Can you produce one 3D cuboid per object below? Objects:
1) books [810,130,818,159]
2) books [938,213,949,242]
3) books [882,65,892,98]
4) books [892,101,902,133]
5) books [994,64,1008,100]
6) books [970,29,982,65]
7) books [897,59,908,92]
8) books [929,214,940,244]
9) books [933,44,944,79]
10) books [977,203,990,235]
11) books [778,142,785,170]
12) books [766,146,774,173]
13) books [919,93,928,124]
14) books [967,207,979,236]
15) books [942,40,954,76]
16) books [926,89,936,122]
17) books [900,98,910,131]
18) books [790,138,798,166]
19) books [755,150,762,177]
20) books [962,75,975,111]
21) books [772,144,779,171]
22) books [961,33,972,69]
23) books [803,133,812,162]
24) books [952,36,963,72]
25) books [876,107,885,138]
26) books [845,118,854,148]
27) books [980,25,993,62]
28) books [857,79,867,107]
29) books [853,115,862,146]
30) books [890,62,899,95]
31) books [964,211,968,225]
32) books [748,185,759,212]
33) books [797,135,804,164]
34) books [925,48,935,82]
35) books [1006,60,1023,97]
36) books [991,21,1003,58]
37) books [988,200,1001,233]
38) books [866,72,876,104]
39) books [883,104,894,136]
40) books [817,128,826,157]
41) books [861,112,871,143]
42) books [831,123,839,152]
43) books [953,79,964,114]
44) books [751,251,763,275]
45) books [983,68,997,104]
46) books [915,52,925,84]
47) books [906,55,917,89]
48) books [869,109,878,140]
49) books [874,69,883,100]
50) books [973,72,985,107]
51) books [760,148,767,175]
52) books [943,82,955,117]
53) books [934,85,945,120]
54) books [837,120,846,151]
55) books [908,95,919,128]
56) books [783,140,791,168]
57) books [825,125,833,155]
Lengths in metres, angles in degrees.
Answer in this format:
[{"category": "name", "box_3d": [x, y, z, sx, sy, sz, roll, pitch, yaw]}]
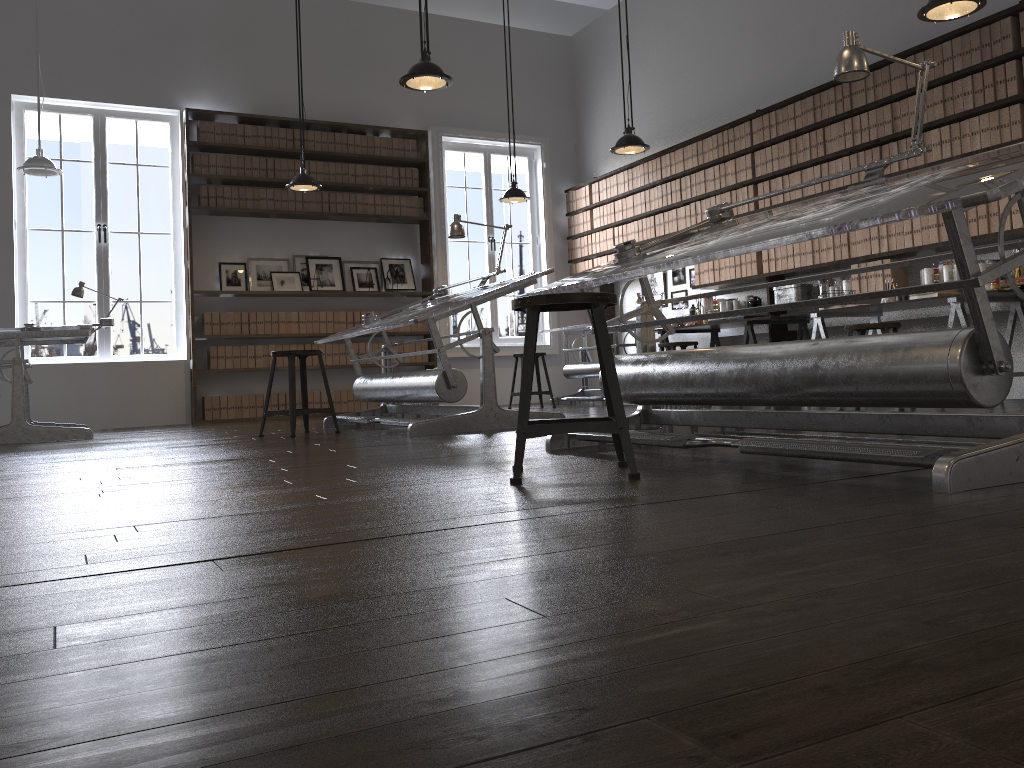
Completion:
[{"category": "books", "box_3d": [2.433, -1.865, 6.954, 0.174, 0.226, 0.066, -2, -2, -27]}, {"category": "books", "box_3d": [2.959, -1.065, 5.962, 0.174, 0.226, 0.066, -2, -2, -27]}, {"category": "books", "box_3d": [2.740, -2.153, 6.343, 0.174, 0.226, 0.066, -2, -2, -27]}, {"category": "books", "box_3d": [2.784, -1.876, 6.271, 0.174, 0.226, 0.066, -2, -2, -27]}, {"category": "books", "box_3d": [3.136, -1.888, 5.586, 0.174, 0.226, 0.066, -2, -3, -27]}, {"category": "books", "box_3d": [3.052, -2.163, 5.724, 0.174, 0.226, 0.067, -2, -2, -27]}, {"category": "books", "box_3d": [2.798, -2.154, 6.218, 0.174, 0.226, 0.067, -2, -2, -27]}, {"category": "books", "box_3d": [2.923, -1.064, 6.019, 0.174, 0.226, 0.067, -2, -2, -27]}, {"category": "books", "box_3d": [2.932, -2.159, 5.968, 0.174, 0.226, 0.066, -2, -3, -27]}, {"category": "books", "box_3d": [3.086, -1.069, 5.704, 0.174, 0.226, 0.067, -2, -2, -27]}, {"category": "books", "box_3d": [2.273, -1.859, 7.261, 0.174, 0.226, 0.066, -2, -3, -27]}, {"category": "books", "box_3d": [2.208, -1.857, 7.380, 0.174, 0.226, 0.067, -2, -2, -27]}, {"category": "books", "box_3d": [2.878, -1.879, 6.081, 0.174, 0.226, 0.066, -2, -2, -27]}, {"category": "books", "box_3d": [3.057, -1.068, 5.774, 0.174, 0.226, 0.066, -2, -3, -27]}, {"category": "books", "box_3d": [2.961, -2.160, 5.904, 0.174, 0.226, 0.067, -2, -2, -27]}, {"category": "books", "box_3d": [2.908, -1.881, 6.026, 0.174, 0.226, 0.066, -2, -2, -27]}, {"category": "books", "box_3d": [2.815, -1.877, 6.208, 0.174, 0.226, 0.066, -2, -2, -27]}, {"category": "books", "box_3d": [2.336, -1.861, 7.142, 0.174, 0.226, 0.066, -2, -3, -27]}, {"category": "books", "box_3d": [2.150, -1.855, 7.507, 0.174, 0.226, 0.066, -2, -3, -27]}, {"category": "books", "box_3d": [3.031, -1.885, 5.779, 0.174, 0.226, 0.066, -2, -3, -27]}, {"category": "books", "box_3d": [2.243, -1.858, 7.316, 0.174, 0.226, 0.066, -2, -3, -27]}, {"category": "books", "box_3d": [3.026, -2.162, 5.785, 0.174, 0.226, 0.066, -2, -3, -27]}, {"category": "books", "box_3d": [2.397, -1.863, 7.015, 0.174, 0.226, 0.066, -2, -2, -27]}, {"category": "books", "box_3d": [2.996, -2.161, 5.840, 0.174, 0.226, 0.066, -2, -3, -27]}, {"category": "books", "box_3d": [2.720, -1.874, 6.391, 0.174, 0.226, 0.066, -2, -3, -27]}, {"category": "books", "box_3d": [2.587, -1.870, 6.640, 0.174, 0.226, 0.066, -2, -3, -27]}, {"category": "books", "box_3d": [3.088, -2.164, 5.667, 0.174, 0.226, 0.066, -2, -3, -27]}, {"category": "books", "box_3d": [2.638, -2.149, 6.529, 0.174, 0.226, 0.066, -2, -3, -27]}, {"category": "books", "box_3d": [2.623, -1.871, 6.577, 0.174, 0.226, 0.066, -2, -3, -27]}, {"category": "books", "box_3d": [2.773, -2.154, 6.276, 0.174, 0.226, 0.066, -2, -2, -27]}, {"category": "books", "box_3d": [3.020, -1.067, 5.835, 0.174, 0.226, 0.066, -2, -3, -27]}, {"category": "books", "box_3d": [2.115, -1.586, 7.585, 0.174, 0.226, 0.066, -2, -2, -27]}, {"category": "books", "box_3d": [2.368, -1.862, 7.079, 0.174, 0.226, 0.066, -2, -3, -27]}, {"category": "books", "box_3d": [2.902, -2.158, 6.031, 0.174, 0.226, 0.066, -2, -3, -27]}, {"category": "books", "box_3d": [3.168, -1.889, 5.518, 0.174, 0.226, 0.066, -2, -2, -27]}, {"category": "books", "box_3d": [3.120, -2.165, 5.604, 0.174, 0.226, 0.066, -2, -3, -27]}, {"category": "books", "box_3d": [3.125, -1.070, 5.641, 0.174, 0.226, 0.066, -2, -3, -27]}, {"category": "books", "box_3d": [2.674, -2.150, 6.466, 0.174, 0.226, 0.066, -2, -3, -27]}, {"category": "books", "box_3d": [2.746, -1.875, 6.330, 0.174, 0.226, 0.067, -2, -2, -27]}, {"category": "books", "box_3d": [2.463, -1.866, 6.885, 0.174, 0.226, 0.067, -2, -2, -27]}, {"category": "books", "box_3d": [2.655, -1.872, 6.510, 0.174, 0.226, 0.067, -2, -2, -27]}, {"category": "books", "box_3d": [2.529, -1.868, 6.762, 0.174, 0.226, 0.066, -2, -3, -27]}, {"category": "books", "box_3d": [3.003, -1.884, 5.844, 0.174, 0.226, 0.066, -2, -2, -27]}, {"category": "books", "box_3d": [2.134, -1.037, 7.558, 0.174, 0.226, 0.067, -2, -2, -27]}, {"category": "books", "box_3d": [3.097, -1.887, 5.649, 0.174, 0.226, 0.067, -2, -2, -27]}, {"category": "books", "box_3d": [2.867, -2.157, 6.091, 0.174, 0.226, 0.066, -2, -2, -27]}, {"category": "books", "box_3d": [2.831, -2.156, 6.154, 0.174, 0.226, 0.066, -2, -2, -27]}, {"category": "books", "box_3d": [2.690, -1.873, 6.446, 0.174, 0.226, 0.066, -2, -3, -27]}, {"category": "books", "box_3d": [2.710, -2.152, 6.406, 0.174, 0.226, 0.066, -2, -2, -27]}, {"category": "books", "box_3d": [3.068, -1.886, 5.718, 0.174, 0.226, 0.066, -2, -3, -27]}, {"category": "books", "box_3d": [2.180, -1.856, 7.444, 0.174, 0.226, 0.066, -2, -3, -27]}, {"category": "books", "box_3d": [2.970, -1.883, 5.907, 0.174, 0.226, 0.066, -2, -2, -27]}, {"category": "books", "box_3d": [2.934, -1.881, 5.964, 0.174, 0.226, 0.067, -2, -2, -27]}, {"category": "books", "box_3d": [2.554, -1.869, 6.704, 0.174, 0.226, 0.067, -2, -2, -27]}, {"category": "books", "box_3d": [2.843, -1.878, 6.144, 0.174, 0.226, 0.067, -2, -2, -27]}, {"category": "books", "box_3d": [2.300, -1.860, 7.200, 0.174, 0.226, 0.067, -2, -2, -27]}, {"category": "books", "box_3d": [2.501, -1.867, 6.821, 0.174, 0.226, 0.066, -2, -2, -27]}]
